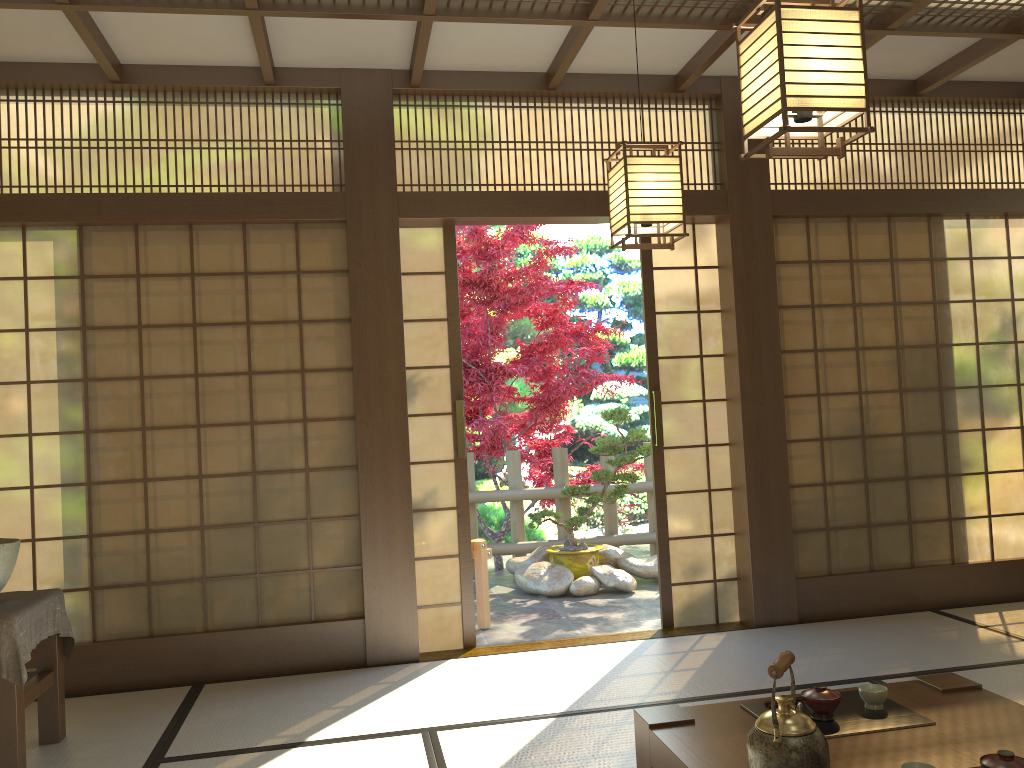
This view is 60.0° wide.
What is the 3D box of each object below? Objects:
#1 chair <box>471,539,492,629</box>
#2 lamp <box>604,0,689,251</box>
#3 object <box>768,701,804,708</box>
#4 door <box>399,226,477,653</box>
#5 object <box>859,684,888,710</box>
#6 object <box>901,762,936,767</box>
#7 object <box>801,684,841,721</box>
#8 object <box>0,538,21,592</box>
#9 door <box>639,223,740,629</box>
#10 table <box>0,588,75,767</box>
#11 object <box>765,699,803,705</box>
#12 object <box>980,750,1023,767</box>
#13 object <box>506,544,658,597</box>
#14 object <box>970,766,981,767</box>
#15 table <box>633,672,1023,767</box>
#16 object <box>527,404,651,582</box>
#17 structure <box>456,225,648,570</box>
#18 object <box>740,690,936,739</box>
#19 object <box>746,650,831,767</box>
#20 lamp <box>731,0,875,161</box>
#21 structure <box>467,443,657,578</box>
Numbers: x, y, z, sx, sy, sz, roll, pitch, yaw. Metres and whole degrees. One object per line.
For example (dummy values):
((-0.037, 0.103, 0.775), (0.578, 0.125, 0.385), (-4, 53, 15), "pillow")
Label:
((-0.600, 1.227, 5.467), (0.698, 0.598, 0.704), (-5, -3, 36), "chair")
((0.480, -1.062, 3.337), (0.240, 1.129, 0.240), (-3, -2, -10), "lamp")
((0.805, 0.884, 2.467), (0.200, 0.008, 0.008), (-2, -2, -14), "object")
((-1.172, 0.320, 4.516), (1.894, 2.380, 0.073), (-3, -2, -10), "door")
((0.981, 0.851, 2.406), (0.074, 0.052, 0.073), (-4, -3, 33), "object")
((0.860, 0.836, 1.868), (0.074, 0.052, 0.073), (-4, -3, 33), "object")
((0.818, 0.840, 2.345), (0.100, 0.080, 0.100), (-3, -2, -10), "object")
((-2.019, 0.707, 3.280), (0.358, 0.230, 0.357), (-1, -3, -41), "object")
((1.699, 0.190, 5.046), (1.894, 2.380, 0.073), (-3, -2, -10), "door")
((-2.010, 1.114, 3.261), (0.633, 0.595, 0.629), (-3, -2, -11), "table")
((0.803, 0.885, 2.485), (0.200, 0.008, 0.008), (-3, -2, -10), "object")
((1.033, 0.810, 1.850), (0.100, 0.080, 0.100), (-3, -2, -10), "object")
((0.616, 1.392, 6.785), (1.260, 0.276, 1.147), (-2, -2, -15), "object")
((0.999, 0.857, 1.829), (0.400, 0.007, 0.300), (-3, -2, -10), "object")
((0.930, 1.039, 2.075), (1.000, 0.350, 1.000), (-3, -2, -10), "table")
((0.640, 0.839, 6.829), (1.032, 1.362, 0.586), (-4, -2, 16), "object")
((-0.508, -0.233, 8.161), (3.412, 4.004, 3.045), (-4, -2, 22), "structure")
((0.863, 0.885, 2.380), (0.400, 0.007, 0.300), (-3, -2, -10), "object")
((0.594, 0.737, 1.912), (0.219, 0.296, 0.226), (-2, -2, -16), "object")
((0.689, -1.117, 2.192), (0.240, 1.129, 0.240), (-3, -2, -10), "lamp")
((0.492, 1.081, 7.436), (7.456, 1.136, 0.245), (-3, -2, -10), "structure")
